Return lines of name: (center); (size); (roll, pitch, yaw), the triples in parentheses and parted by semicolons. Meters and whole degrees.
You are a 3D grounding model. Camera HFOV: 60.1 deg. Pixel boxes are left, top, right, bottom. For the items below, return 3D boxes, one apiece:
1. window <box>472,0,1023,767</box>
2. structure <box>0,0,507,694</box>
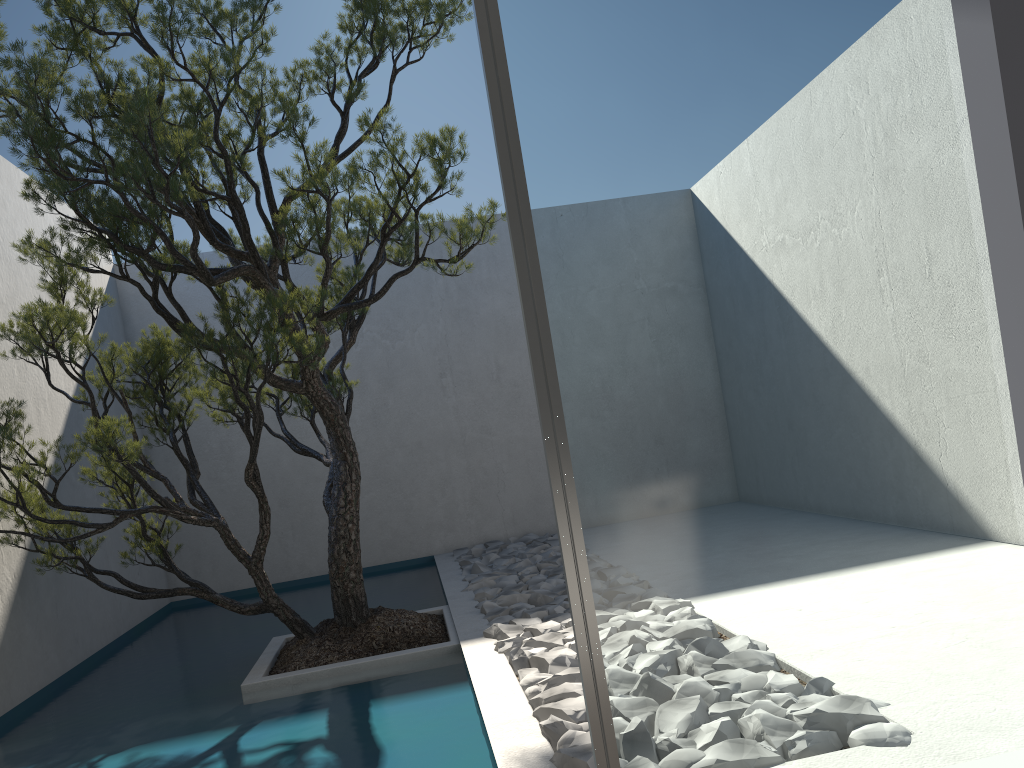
window: (0.885, -0.626, 1.692); (1.882, 3.005, 0.021); (-9, 1, -7)
structure: (-1.305, -0.123, 4.242); (2.579, 3.471, 2.527); (-9, 0, -14)
